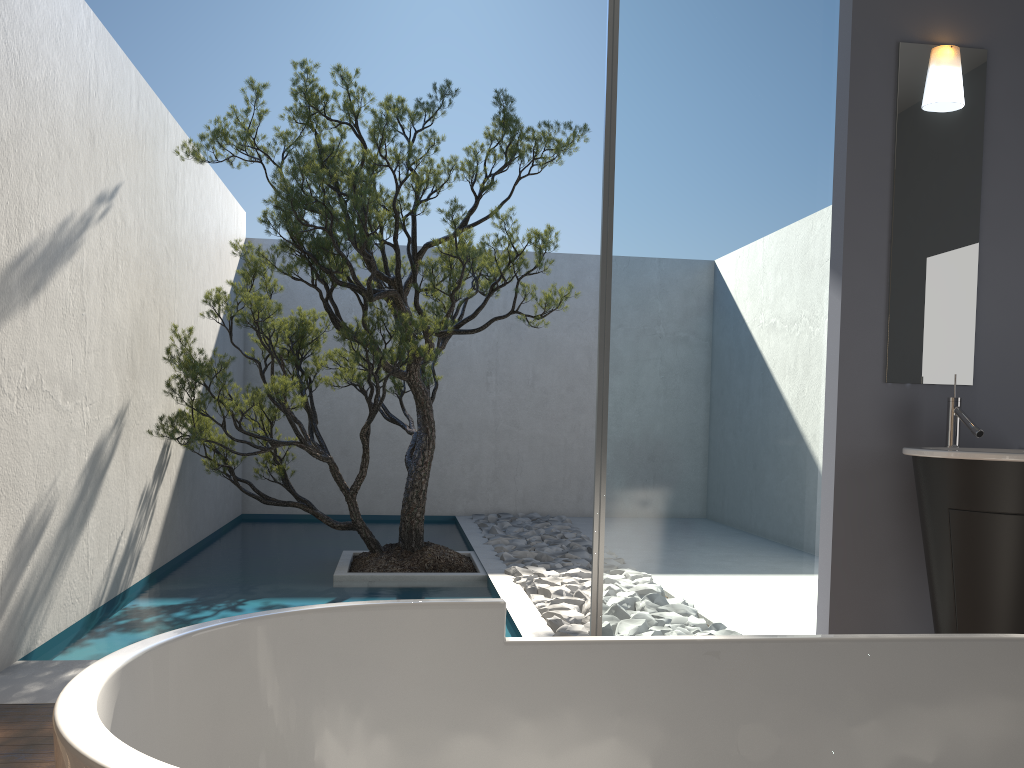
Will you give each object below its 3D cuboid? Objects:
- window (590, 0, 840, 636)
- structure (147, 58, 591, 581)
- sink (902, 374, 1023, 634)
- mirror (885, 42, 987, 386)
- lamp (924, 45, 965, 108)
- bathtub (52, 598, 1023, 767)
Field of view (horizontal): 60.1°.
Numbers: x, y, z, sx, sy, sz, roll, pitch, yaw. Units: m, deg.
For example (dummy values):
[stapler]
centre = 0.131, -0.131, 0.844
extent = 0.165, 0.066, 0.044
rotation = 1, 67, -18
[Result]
[window]
centre = 1.263, -0.289, 3.440
extent = 1.885, 3.008, 0.021
rotation = 1, 2, -7
[structure]
centre = -0.963, -0.238, 5.975
extent = 2.587, 3.476, 2.516
rotation = 1, 1, -14
[sink]
centre = 1.664, 0.580, 3.001
extent = 0.647, 1.252, 0.645
rotation = 1, 1, -26
[mirror]
centre = 1.607, -0.635, 3.351
extent = 0.354, 1.272, 0.012
rotation = 1, 2, -7
[lamp]
centre = 1.629, -1.151, 3.298
extent = 0.157, 0.214, 0.057
rotation = 1, 2, -7
[bathtub]
centre = 0.473, 0.754, 1.283
extent = 2.099, 0.713, 0.912
rotation = 2, 0, -8
